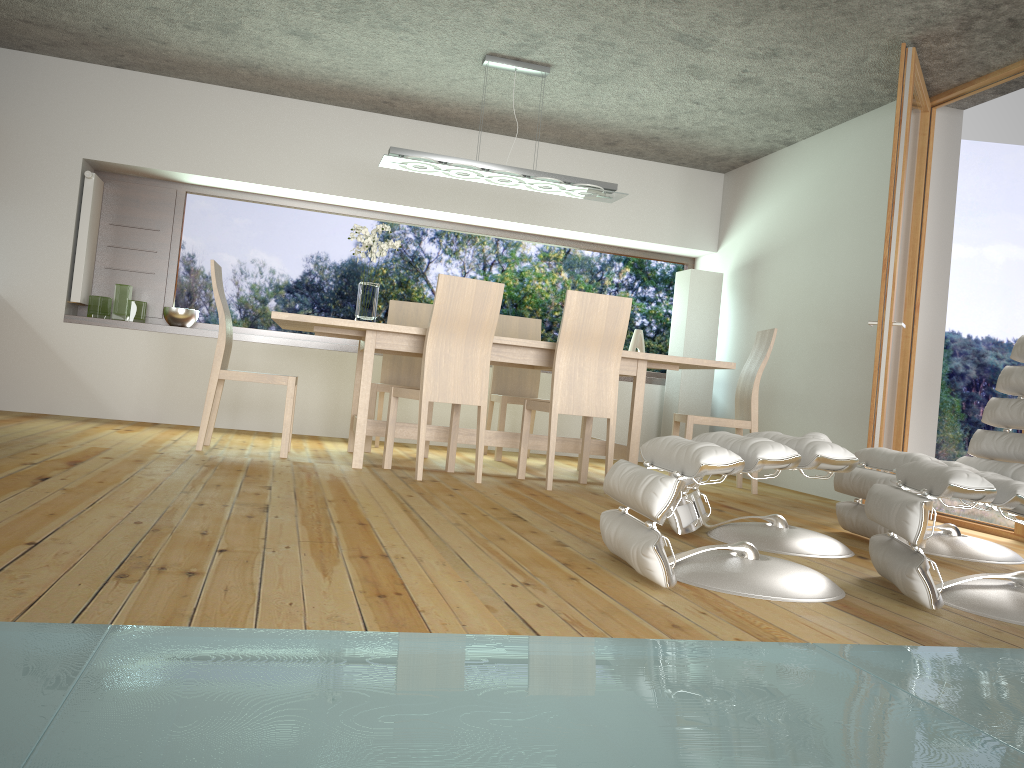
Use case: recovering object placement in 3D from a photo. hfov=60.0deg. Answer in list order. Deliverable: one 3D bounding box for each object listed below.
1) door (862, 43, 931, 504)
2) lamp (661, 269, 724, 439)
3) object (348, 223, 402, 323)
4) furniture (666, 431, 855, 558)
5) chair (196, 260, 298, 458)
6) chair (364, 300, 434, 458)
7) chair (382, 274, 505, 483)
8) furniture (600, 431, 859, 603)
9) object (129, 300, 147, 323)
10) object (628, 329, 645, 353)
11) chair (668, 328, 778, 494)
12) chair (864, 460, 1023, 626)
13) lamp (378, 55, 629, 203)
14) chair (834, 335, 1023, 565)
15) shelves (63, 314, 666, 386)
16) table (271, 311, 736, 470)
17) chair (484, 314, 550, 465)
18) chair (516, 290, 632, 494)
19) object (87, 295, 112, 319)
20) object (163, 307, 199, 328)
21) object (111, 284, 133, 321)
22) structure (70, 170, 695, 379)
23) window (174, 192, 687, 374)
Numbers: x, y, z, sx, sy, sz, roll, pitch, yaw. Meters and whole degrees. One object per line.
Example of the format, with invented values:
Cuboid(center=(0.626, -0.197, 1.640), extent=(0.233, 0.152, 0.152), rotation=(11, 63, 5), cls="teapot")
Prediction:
Cuboid(center=(2.117, -0.500, 4.847), extent=(0.163, 2.420, 0.933), rotation=(5, -2, 30), cls="door")
Cuboid(center=(1.411, -0.134, 6.998), extent=(0.280, 1.502, 0.280), rotation=(6, -2, -15), cls="lamp")
Cuboid(center=(-0.809, -0.628, 5.088), extent=(0.304, 0.608, 0.302), rotation=(6, -2, -12), cls="object")
Cuboid(center=(0.991, 0.391, 3.460), extent=(0.686, 0.440, 0.568), rotation=(5, -1, 21), cls="furniture")
Cuboid(center=(-1.445, -0.136, 4.923), extent=(0.506, 1.018, 0.404), rotation=(6, -2, -12), cls="chair")
Cuboid(center=(-0.701, -0.057, 5.877), extent=(0.404, 1.018, 0.506), rotation=(6, -2, -4), cls="chair")
Cuboid(center=(-0.356, -0.028, 4.617), extent=(0.404, 1.018, 0.506), rotation=(7, -2, -26), cls="chair")
Cuboid(center=(0.655, 0.354, 2.636), extent=(0.685, 0.440, 0.569), rotation=(6, -1, -8), cls="furniture")
Cuboid(center=(-2.726, -0.523, 6.447), extent=(0.111, 0.160, 0.112), rotation=(7, -2, -30), cls="object")
Cuboid(center=(1.031, -0.257, 7.336), extent=(0.153, 0.384, 0.153), rotation=(6, -2, -18), cls="object")
Cuboid(center=(1.312, 0.142, 5.553), extent=(0.506, 1.018, 0.404), rotation=(6, -2, -2), cls="chair")
Cuboid(center=(1.577, 0.179, 2.602), extent=(0.914, 0.970, 0.569), rotation=(5, -2, 10), cls="chair")
Cuboid(center=(-0.009, -1.580, 5.355), extent=(1.489, 0.720, 0.290), rotation=(6, -2, -15), cls="lamp")
Cuboid(center=(1.918, 0.218, 3.745), extent=(0.913, 0.970, 0.569), rotation=(6, -2, -5), cls="chair")
Cuboid(center=(-0.797, -0.220, 6.918), extent=(4.866, 0.054, 0.404), rotation=(6, 0, -15), cls="shelves")
Cuboid(center=(-0.136, 0.127, 5.227), extent=(2.498, 0.756, 1.200), rotation=(6, -1, -12), cls="table")
Cuboid(center=(0.064, 0.021, 6.223), extent=(0.404, 1.018, 0.506), rotation=(6, -2, -16), cls="chair")
Cuboid(center=(0.333, 0.041, 4.738), extent=(0.404, 1.018, 0.506), rotation=(6, -2, -15), cls="chair")
Cuboid(center=(-2.938, -0.544, 6.317), extent=(0.111, 0.160, 0.112), rotation=(5, -2, 25), cls="object")
Cuboid(center=(-2.421, -0.480, 6.472), extent=(0.247, 0.137, 0.246), rotation=(5, -1, 20), cls="object")
Cuboid(center=(-2.771, -0.576, 6.299), extent=(0.099, 0.259, 0.099), rotation=(6, -2, -10), cls="object")
Cuboid(center=(-0.750, -0.762, 6.958), extent=(4.871, 1.155, 0.526), rotation=(6, -2, -15), cls="structure")
Cuboid(center=(-0.517, -0.768, 7.240), extent=(4.183, 0.979, 0.012), rotation=(6, -2, -15), cls="window")
